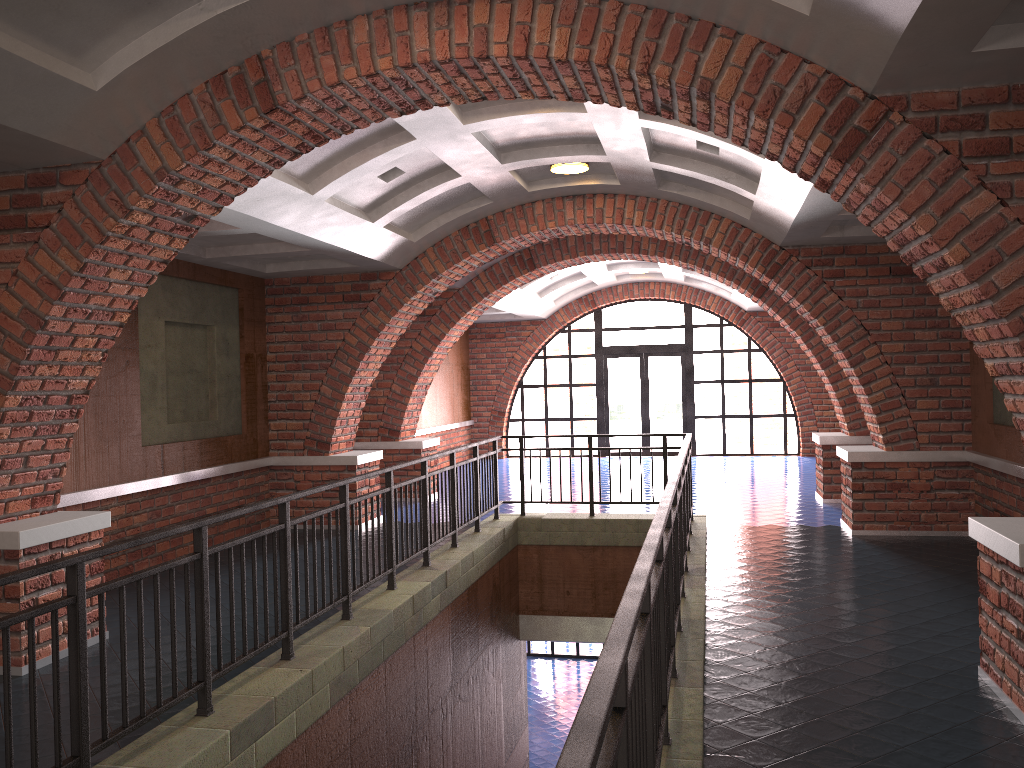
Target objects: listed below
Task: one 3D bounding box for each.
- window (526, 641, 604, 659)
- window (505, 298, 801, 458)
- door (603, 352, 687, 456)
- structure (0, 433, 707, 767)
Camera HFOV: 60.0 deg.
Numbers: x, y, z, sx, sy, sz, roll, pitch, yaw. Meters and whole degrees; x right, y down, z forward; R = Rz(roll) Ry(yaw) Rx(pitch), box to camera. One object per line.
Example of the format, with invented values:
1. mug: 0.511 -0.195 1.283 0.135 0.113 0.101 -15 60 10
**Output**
1. window: 3.028 4.268 19.130 6.353 3.471 0.100 -1 0 13
2. window: 2.912 -0.129 19.127 6.353 3.471 0.100 -1 0 13
3. door: 2.876 0.441 19.145 1.754 2.236 0.040 -2 0 13
4. structure: -0.140 3.447 4.939 2.464 5.665 11.177 -2 0 13
